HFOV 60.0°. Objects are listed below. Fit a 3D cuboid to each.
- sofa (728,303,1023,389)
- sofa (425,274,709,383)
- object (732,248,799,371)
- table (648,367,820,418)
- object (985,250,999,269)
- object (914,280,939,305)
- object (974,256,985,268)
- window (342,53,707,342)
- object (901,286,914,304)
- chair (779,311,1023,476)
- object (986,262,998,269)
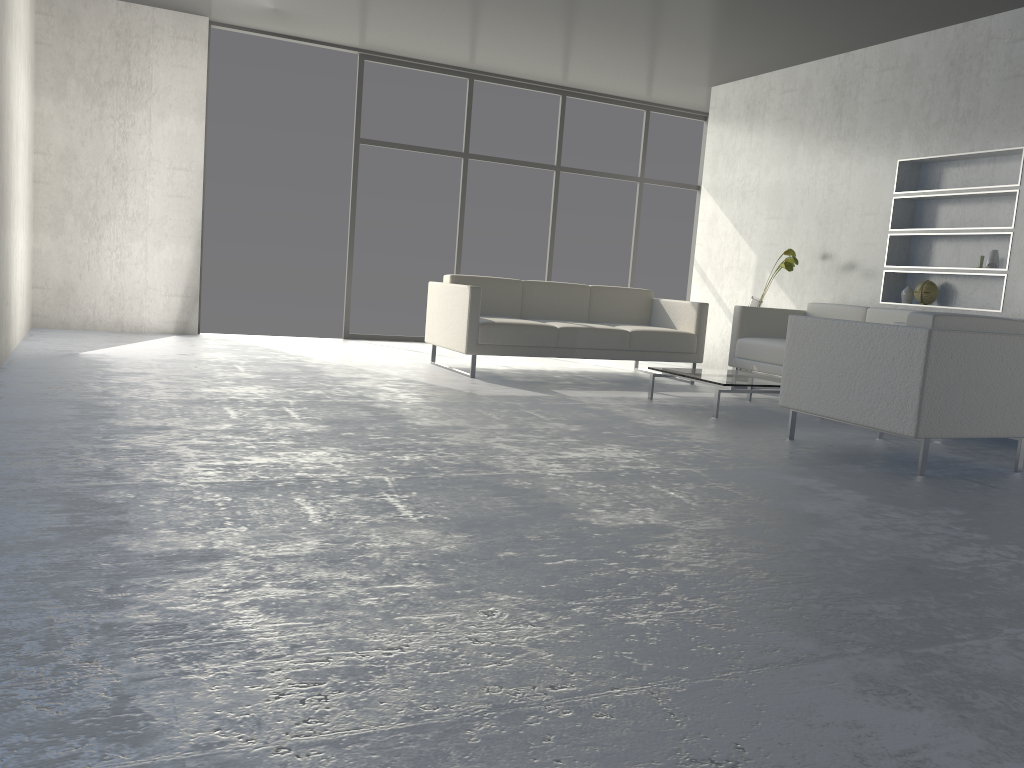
[{"bbox_3d":[2.321,-0.167,5.727,0.821,0.658,1.881,1,8,-25],"label":"sofa"},{"bbox_3d":[0.402,-0.401,6.426,1.881,0.658,0.821,1,8,-25],"label":"sofa"},{"bbox_3d":[1.929,-0.509,6.688,0.387,1.051,0.400,5,7,2],"label":"object"},{"bbox_3d":[1.320,0.049,5.246,0.773,0.190,0.730,1,8,-25],"label":"table"},{"bbox_3d":[3.017,-0.776,5.564,0.079,0.130,0.079,1,8,-27],"label":"object"},{"bbox_3d":[2.785,-0.618,6.001,0.088,0.179,0.163,0,8,-35],"label":"object"},{"bbox_3d":[2.985,-0.769,5.645,0.074,0.094,0.074,8,8,28],"label":"object"},{"bbox_3d":[0.427,-1.587,8.666,4.080,2.477,0.037,1,8,-25],"label":"window"},{"bbox_3d":[2.744,-0.612,6.149,0.086,0.128,0.086,3,7,-14],"label":"object"},{"bbox_3d":[1.784,-0.005,4.025,0.748,0.662,0.821,1,8,-25],"label":"chair"},{"bbox_3d":[2.982,-0.730,5.504,0.064,0.050,0.064,2,7,-20],"label":"object"}]
